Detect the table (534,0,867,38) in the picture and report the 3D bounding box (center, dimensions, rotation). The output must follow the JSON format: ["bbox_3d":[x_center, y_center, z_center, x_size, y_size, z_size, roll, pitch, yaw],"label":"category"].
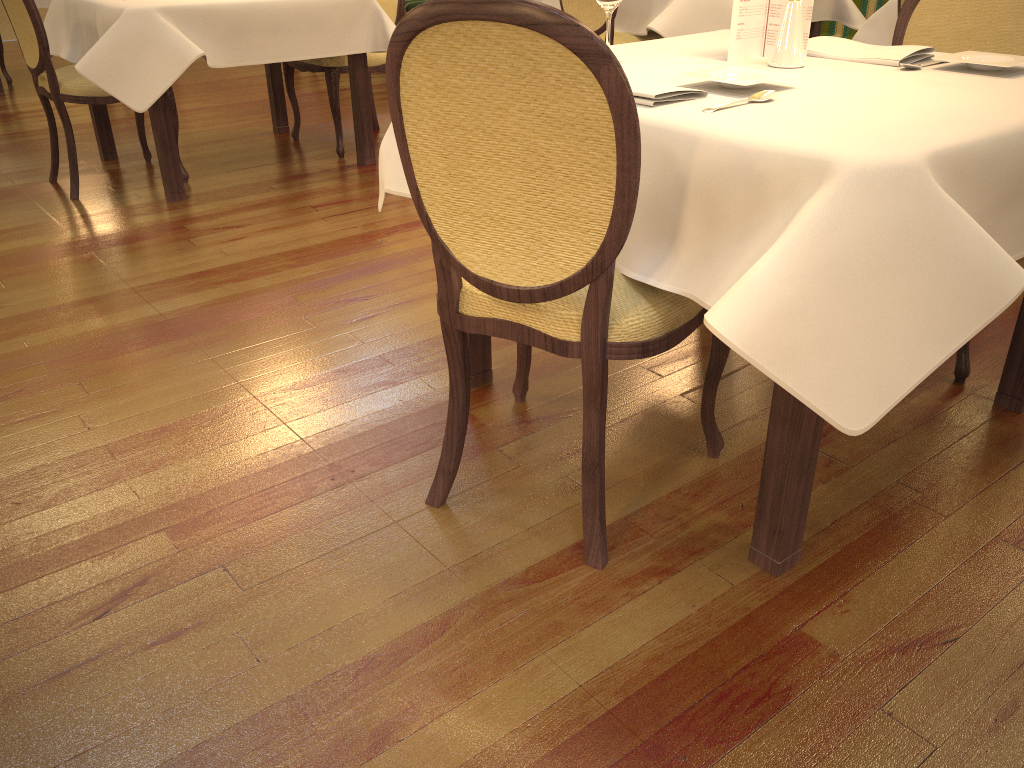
[{"bbox_3d":[0.747,-1.999,5.167,1.385,0.759,2.152,-21,34,-33],"label":"table"}]

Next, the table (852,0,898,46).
[{"bbox_3d":[2.427,-1.021,3.287,1.385,0.759,2.152,-21,34,-33],"label":"table"}]

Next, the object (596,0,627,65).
[{"bbox_3d":[0.209,-0.808,1.900,0.088,0.229,0.088,1,28,4],"label":"object"}]

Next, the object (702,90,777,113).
[{"bbox_3d":[0.387,-0.482,1.511,0.181,0.015,0.038,-20,34,-32],"label":"object"}]

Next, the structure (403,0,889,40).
[{"bbox_3d":[1.976,-2.154,5.152,0.850,1.031,14.516,-21,34,-33],"label":"structure"}]

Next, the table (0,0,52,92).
[{"bbox_3d":[-3.495,-2.642,6.480,1.389,0.759,1.395,-20,33,-32],"label":"table"}]

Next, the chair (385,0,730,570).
[{"bbox_3d":[0.097,-0.224,1.646,0.530,0.955,0.571,16,32,28],"label":"chair"}]

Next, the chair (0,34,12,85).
[{"bbox_3d":[-3.946,-2.581,6.174,0.571,0.955,0.530,-21,34,-33],"label":"chair"}]

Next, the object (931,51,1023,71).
[{"bbox_3d":[0.967,-0.651,1.806,0.160,0.024,0.160,-21,34,-33],"label":"object"}]

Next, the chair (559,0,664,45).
[{"bbox_3d":[0.526,-1.813,4.621,0.571,0.955,0.530,-21,34,-33],"label":"chair"}]

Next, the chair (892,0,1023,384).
[{"bbox_3d":[1.093,-0.587,2.303,0.530,0.955,0.571,22,36,36],"label":"chair"}]

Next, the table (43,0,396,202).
[{"bbox_3d":[-1.357,-1.397,4.088,1.389,0.759,1.395,-20,33,-32],"label":"table"}]

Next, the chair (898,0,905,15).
[{"bbox_3d":[1.700,-1.126,3.299,0.571,0.955,0.530,-7,29,-11],"label":"chair"}]

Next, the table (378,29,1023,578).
[{"bbox_3d":[0.531,-0.297,1.973,1.389,0.759,1.395,-20,33,-32],"label":"table"}]

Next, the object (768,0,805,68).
[{"bbox_3d":[0.559,-0.821,1.760,0.076,0.375,0.163,14,31,25],"label":"object"}]

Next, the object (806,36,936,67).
[{"bbox_3d":[0.775,-0.742,1.976,0.142,0.033,0.273,-21,34,-33],"label":"object"}]

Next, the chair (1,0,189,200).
[{"bbox_3d":[-1.809,-1.336,3.782,0.571,0.955,0.530,-21,34,-33],"label":"chair"}]

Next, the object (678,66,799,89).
[{"bbox_3d":[0.423,-0.567,1.661,0.160,0.024,0.160,-21,34,-33],"label":"object"}]

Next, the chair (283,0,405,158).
[{"bbox_3d":[-0.804,-1.690,4.422,0.571,0.955,0.530,-21,34,-33],"label":"chair"}]

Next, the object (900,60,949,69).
[{"bbox_3d":[0.867,-0.671,1.855,0.181,0.015,0.038,-20,34,-32],"label":"object"}]

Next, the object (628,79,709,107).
[{"bbox_3d":[0.210,-0.547,1.632,0.142,0.024,0.273,-21,34,-33],"label":"object"}]

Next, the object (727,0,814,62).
[{"bbox_3d":[0.559,-0.842,1.907,0.166,0.277,0.081,3,28,7],"label":"object"}]
